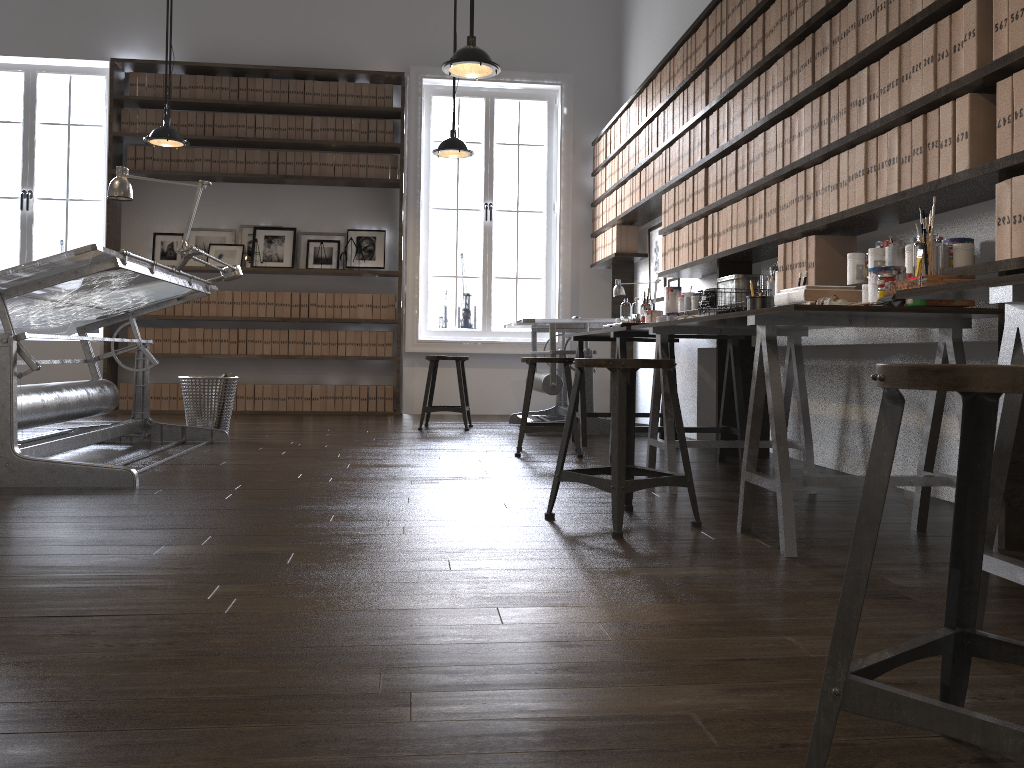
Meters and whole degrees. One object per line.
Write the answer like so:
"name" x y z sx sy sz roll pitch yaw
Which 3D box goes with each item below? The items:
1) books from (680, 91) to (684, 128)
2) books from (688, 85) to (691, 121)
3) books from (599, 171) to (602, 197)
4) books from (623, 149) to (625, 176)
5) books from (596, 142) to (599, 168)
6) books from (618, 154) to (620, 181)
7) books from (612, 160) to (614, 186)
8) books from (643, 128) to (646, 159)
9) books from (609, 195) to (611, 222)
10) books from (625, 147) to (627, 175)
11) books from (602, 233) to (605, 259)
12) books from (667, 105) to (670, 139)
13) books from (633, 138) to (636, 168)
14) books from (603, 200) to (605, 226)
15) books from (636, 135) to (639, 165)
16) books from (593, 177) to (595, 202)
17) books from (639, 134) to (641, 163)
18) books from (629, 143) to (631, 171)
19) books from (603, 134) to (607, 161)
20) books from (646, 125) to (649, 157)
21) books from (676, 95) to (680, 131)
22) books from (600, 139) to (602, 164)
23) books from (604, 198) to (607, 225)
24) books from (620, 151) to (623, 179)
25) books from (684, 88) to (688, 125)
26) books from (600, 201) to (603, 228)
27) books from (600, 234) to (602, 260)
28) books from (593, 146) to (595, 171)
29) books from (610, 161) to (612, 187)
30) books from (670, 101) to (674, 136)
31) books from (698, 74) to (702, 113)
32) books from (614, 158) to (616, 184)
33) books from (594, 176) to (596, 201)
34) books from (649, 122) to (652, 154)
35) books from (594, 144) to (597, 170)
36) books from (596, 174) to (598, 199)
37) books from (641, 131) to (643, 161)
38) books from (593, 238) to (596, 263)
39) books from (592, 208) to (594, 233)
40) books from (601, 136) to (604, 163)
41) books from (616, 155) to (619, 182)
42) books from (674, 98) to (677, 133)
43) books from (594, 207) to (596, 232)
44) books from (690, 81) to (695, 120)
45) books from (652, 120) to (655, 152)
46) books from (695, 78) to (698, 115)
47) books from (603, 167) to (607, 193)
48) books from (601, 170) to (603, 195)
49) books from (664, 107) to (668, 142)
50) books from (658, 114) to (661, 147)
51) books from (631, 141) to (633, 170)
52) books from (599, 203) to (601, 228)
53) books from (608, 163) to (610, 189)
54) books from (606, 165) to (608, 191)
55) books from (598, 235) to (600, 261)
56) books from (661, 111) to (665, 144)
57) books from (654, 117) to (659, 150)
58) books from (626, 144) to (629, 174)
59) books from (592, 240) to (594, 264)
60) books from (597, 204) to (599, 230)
"books" 1.097 -1.628 5.302 0.174 0.226 0.067 1 -1 -6
"books" 1.119 -1.623 5.163 0.174 0.226 0.066 1 -1 -6
"books" 0.838 -1.708 7.590 0.174 0.226 0.067 1 -1 -6
"books" 0.938 -1.675 6.758 0.174 0.226 0.066 1 -1 -6
"books" 0.830 -1.990 7.733 0.174 0.226 0.066 1 -1 -6
"books" 0.923 -1.680 6.899 0.174 0.226 0.066 1 -1 -6
"books" 0.896 -1.687 7.112 0.174 0.226 0.066 1 -1 -6
"books" 1.001 -1.655 6.139 0.174 0.226 0.066 1 -1 -6
"books" 0.884 -1.422 7.212 0.174 0.226 0.066 1 -1 -6
"books" 0.946 -1.673 6.688 0.174 0.226 0.066 1 -1 -6
"books" 0.849 -1.152 7.443 0.174 0.226 0.066 1 -1 -6
"books" 1.072 -1.636 5.570 0.174 0.226 0.066 1 -1 -6
"books" 0.971 -1.664 6.419 0.174 0.226 0.067 1 -1 -6
"books" 0.856 -1.430 7.448 0.174 0.226 0.066 1 -1 -6
"books" 0.983 -1.662 6.350 0.174 0.226 0.066 1 -1 -6
"books" 0.813 -1.717 7.861 0.174 0.226 0.066 1 -1 -6
"books" 0.993 -1.660 6.281 0.174 0.226 0.066 1 -1 -6
"books" 0.960 -1.669 6.554 0.174 0.226 0.066 1 -1 -6
"books" 0.861 -1.981 7.452 0.174 0.226 0.066 1 -1 -6
"books" 1.009 -1.653 6.067 0.174 0.226 0.067 1 -1 -6
"books" 1.091 -1.630 5.374 0.174 0.226 0.066 1 -1 -6
"books" 0.847 -1.985 7.594 0.174 0.226 0.066 1 -1 -6
"books" 0.860 -1.427 7.353 0.174 0.226 0.066 1 -1 -6
"books" 0.926 -1.677 6.828 0.174 0.226 0.066 1 -1 -6
"books" 1.109 -1.626 5.232 0.174 0.226 0.066 1 -1 -6
"books" 0.843 -1.432 7.521 0.174 0.226 0.067 1 -1 -6
"books" 0.838 -1.155 7.515 0.174 0.226 0.066 1 -1 -6
"books" 0.810 -1.994 7.876 0.174 0.226 0.067 1 -1 -6
"books" 0.885 -1.689 7.175 0.174 0.226 0.067 1 -1 -6
"books" 1.073 -1.634 5.502 0.174 0.226 0.067 1 -1 -6
"books" 1.137 -1.617 4.965 0.174 0.226 0.066 1 -1 -6
"books" 0.906 -1.684 7.048 0.174 0.226 0.066 1 -1 -6
"books" 0.817 -1.715 7.791 0.174 0.226 0.067 1 -1 -6
"books" 1.021 -1.651 6.005 0.174 0.226 0.066 1 -1 -6
"books" 0.818 -1.992 7.804 0.174 0.226 0.066 1 -1 -6
"books" 0.827 -1.712 7.719 0.174 0.226 0.066 1 -1 -6
"books" 0.997 -1.657 6.211 0.174 0.226 0.066 1 -1 -6
"books" 0.808 -1.164 7.788 0.174 0.226 0.067 1 -1 -6
"books" 0.802 -1.443 7.874 0.174 0.226 0.067 1 -1 -6
"books" 0.851 -1.983 7.524 0.174 0.226 0.067 1 -1 -6
"books" 0.909 -1.682 6.973 0.174 0.226 0.067 1 -1 -6
"books" 1.086 -1.632 5.436 0.174 0.226 0.066 1 -1 -6
"books" 0.815 -1.441 7.808 0.174 0.226 0.066 1 -1 -6
"books" 1.120 -1.621 5.093 0.174 0.226 0.067 1 -1 -6
"books" 1.032 -1.648 5.930 0.174 0.226 0.066 1 -1 -6
"books" 1.132 -1.619 5.027 0.174 0.226 0.066 1 -1 -6
"books" 0.860 -1.703 7.453 0.174 0.226 0.066 1 -1 -6
"books" 0.852 -1.706 7.524 0.174 0.226 0.066 1 -1 -6
"books" 1.064 -1.639 5.640 0.174 0.226 0.066 1 -1 -6
"books" 1.049 -1.643 5.781 0.174 0.226 0.066 1 -1 -6
"books" 0.965 -1.666 6.492 0.174 0.226 0.066 1 -1 -6
"books" 0.840 -1.434 7.596 0.174 0.226 0.066 1 -1 -6
"books" 0.877 -1.691 7.247 0.174 0.226 0.066 1 -1 -6
"books" 0.872 -1.693 7.319 0.174 0.226 0.066 1 -1 -6
"books" 0.829 -1.157 7.587 0.174 0.226 0.067 1 -1 -6
"books" 1.052 -1.641 5.710 0.174 0.226 0.066 1 -1 -6
"books" 1.035 -1.646 5.855 0.174 0.226 0.067 1 -1 -6
"books" 0.947 -1.671 6.620 0.174 0.226 0.067 1 -1 -6
"books" 0.805 -1.166 7.864 0.174 0.226 0.066 1 -1 -6
"books" 0.827 -1.437 7.666 0.174 0.226 0.066 1 -1 -6
